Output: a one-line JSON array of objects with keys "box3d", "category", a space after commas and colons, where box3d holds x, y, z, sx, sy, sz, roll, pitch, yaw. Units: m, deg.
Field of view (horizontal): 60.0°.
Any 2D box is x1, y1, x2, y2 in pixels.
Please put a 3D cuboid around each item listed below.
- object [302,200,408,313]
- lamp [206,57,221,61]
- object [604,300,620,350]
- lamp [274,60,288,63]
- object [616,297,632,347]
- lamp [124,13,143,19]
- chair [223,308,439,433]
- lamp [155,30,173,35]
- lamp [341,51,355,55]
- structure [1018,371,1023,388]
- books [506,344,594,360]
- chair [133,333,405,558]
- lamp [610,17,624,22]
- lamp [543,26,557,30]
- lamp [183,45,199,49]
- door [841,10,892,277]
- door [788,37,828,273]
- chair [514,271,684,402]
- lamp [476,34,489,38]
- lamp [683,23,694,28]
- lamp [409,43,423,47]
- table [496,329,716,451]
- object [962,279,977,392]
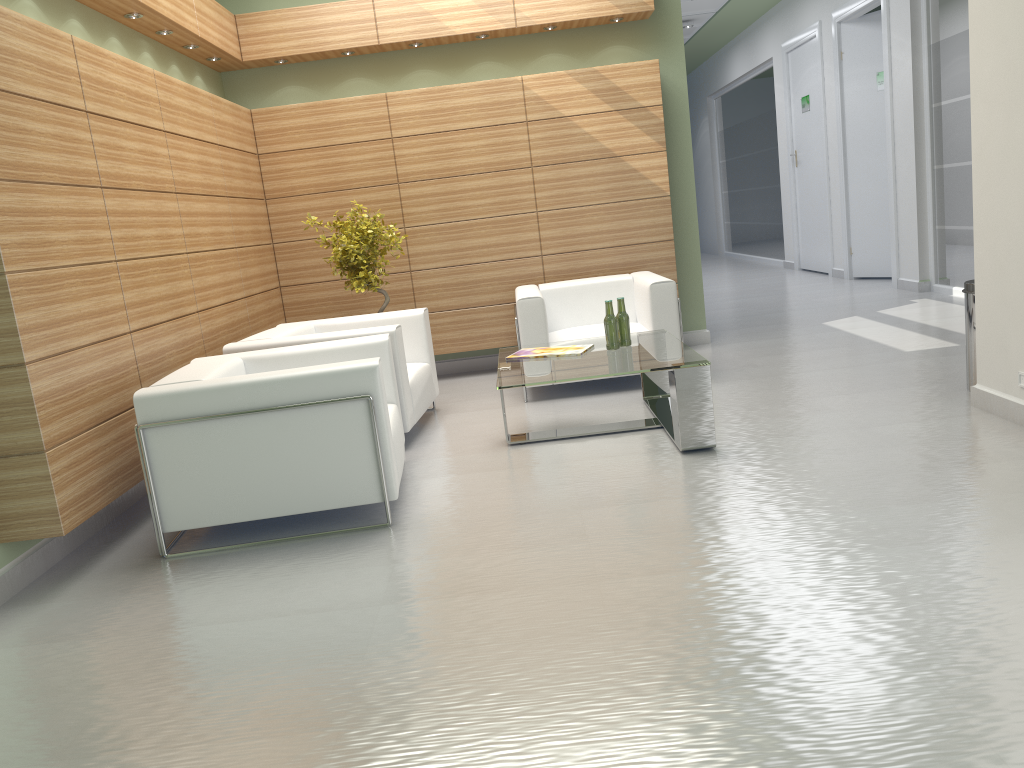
[{"box3d": [-1.862, -1.000, 11.057, 1.201, 2.565, 1.116, -13, 12, -30], "category": "object"}, {"box3d": [-3.758, -4.116, 11.161, 0.181, 0.074, 0.181, -10, 11, -16], "category": "lamp"}, {"box3d": [0.945, -0.564, 8.473, 0.131, 0.475, 0.131, -14, 13, -33], "category": "object"}, {"box3d": [-3.076, -4.319, 11.803, 0.181, 0.074, 0.181, -8, 11, -4], "category": "lamp"}, {"box3d": [1.073, -0.601, 8.590, 0.131, 0.475, 0.131, -14, 13, -33], "category": "object"}, {"box3d": [-3.750, -3.669, 8.775, 0.181, 0.074, 0.181, -10, 11, -16], "category": "lamp"}, {"box3d": [-1.818, -0.036, 9.575, 1.769, 1.234, 1.894, -6, 11, 6], "category": "chair"}, {"box3d": [-3.752, -3.816, 9.560, 0.181, 0.074, 0.181, -10, 11, -16], "category": "lamp"}, {"box3d": [-2.184, -4.424, 11.787, 0.181, 0.074, 0.181, -8, 11, -4], "category": "lamp"}, {"box3d": [4.073, -0.020, 6.993, 0.017, 0.118, 0.262, -7, 11, 1], "category": "structure"}, {"box3d": [0.378, -0.315, 8.743, 0.762, 0.025, 0.508, -3, 11, 21], "category": "books"}, {"box3d": [-1.826, 0.394, 7.290, 1.802, 1.234, 1.894, -8, 11, -4], "category": "chair"}, {"box3d": [1.380, -4.843, 11.721, 0.181, 0.074, 0.181, -8, 11, -4], "category": "lamp"}, {"box3d": [0.502, -4.740, 11.738, 0.181, 0.074, 0.181, -15, 13, -38], "category": "lamp"}, {"box3d": [-3.755, -3.967, 10.366, 0.181, 0.074, 0.181, -12, 12, -27], "category": "lamp"}, {"box3d": [7.383, -4.614, 17.206, 0.134, 5.083, 2.089, -13, 12, -28], "category": "door"}, {"box3d": [6.790, -5.136, 20.368, 0.250, 5.083, 2.089, -7, 11, 1], "category": "door"}, {"box3d": [1.011, -0.635, 10.940, 1.894, 1.234, 1.802, -7, 11, 1], "category": "chair"}, {"box3d": [-0.395, -4.634, 11.754, 0.181, 0.074, 0.181, -8, 11, -4], "category": "lamp"}, {"box3d": [4.186, -8.963, 22.147, 0.657, 0.159, 0.286, -7, 11, 1], "category": "lamp"}, {"box3d": [-1.280, -4.530, 11.770, 0.181, 0.074, 0.181, -15, 13, -38], "category": "lamp"}, {"box3d": [0.790, 0.082, 8.461, 1.783, 0.742, 2.197, -7, 11, 1], "category": "table"}, {"box3d": [4.478, -0.455, 8.271, 0.483, 1.027, 0.482, -12, 12, -27], "category": "object"}]
